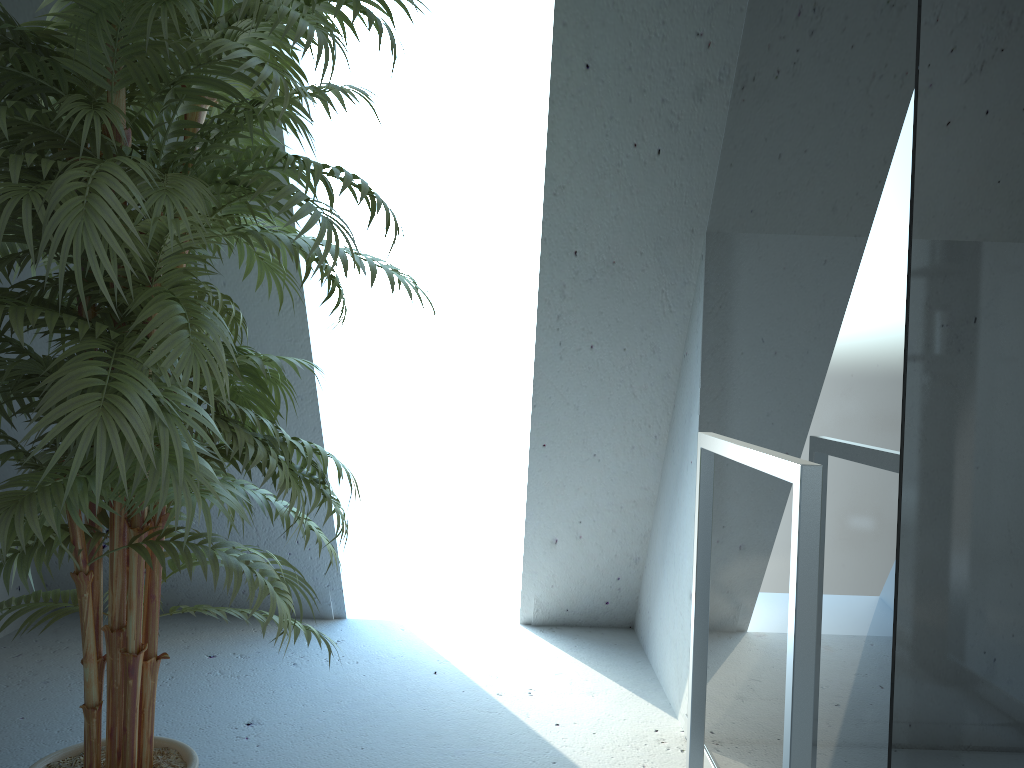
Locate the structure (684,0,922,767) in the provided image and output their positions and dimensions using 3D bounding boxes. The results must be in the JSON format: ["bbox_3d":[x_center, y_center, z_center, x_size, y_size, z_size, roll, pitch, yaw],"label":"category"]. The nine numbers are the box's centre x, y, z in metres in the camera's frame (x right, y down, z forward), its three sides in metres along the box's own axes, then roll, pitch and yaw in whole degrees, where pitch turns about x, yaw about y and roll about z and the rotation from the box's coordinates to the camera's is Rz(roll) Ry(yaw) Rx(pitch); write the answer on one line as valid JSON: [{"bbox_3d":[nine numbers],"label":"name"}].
[{"bbox_3d":[0.937,-0.075,1.476,1.184,2.114,1.835,2,1,0],"label":"structure"}]

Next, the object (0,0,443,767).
[{"bbox_3d":[-0.667,-0.092,1.541,0.980,2.034,1.020,1,1,-42],"label":"object"}]
